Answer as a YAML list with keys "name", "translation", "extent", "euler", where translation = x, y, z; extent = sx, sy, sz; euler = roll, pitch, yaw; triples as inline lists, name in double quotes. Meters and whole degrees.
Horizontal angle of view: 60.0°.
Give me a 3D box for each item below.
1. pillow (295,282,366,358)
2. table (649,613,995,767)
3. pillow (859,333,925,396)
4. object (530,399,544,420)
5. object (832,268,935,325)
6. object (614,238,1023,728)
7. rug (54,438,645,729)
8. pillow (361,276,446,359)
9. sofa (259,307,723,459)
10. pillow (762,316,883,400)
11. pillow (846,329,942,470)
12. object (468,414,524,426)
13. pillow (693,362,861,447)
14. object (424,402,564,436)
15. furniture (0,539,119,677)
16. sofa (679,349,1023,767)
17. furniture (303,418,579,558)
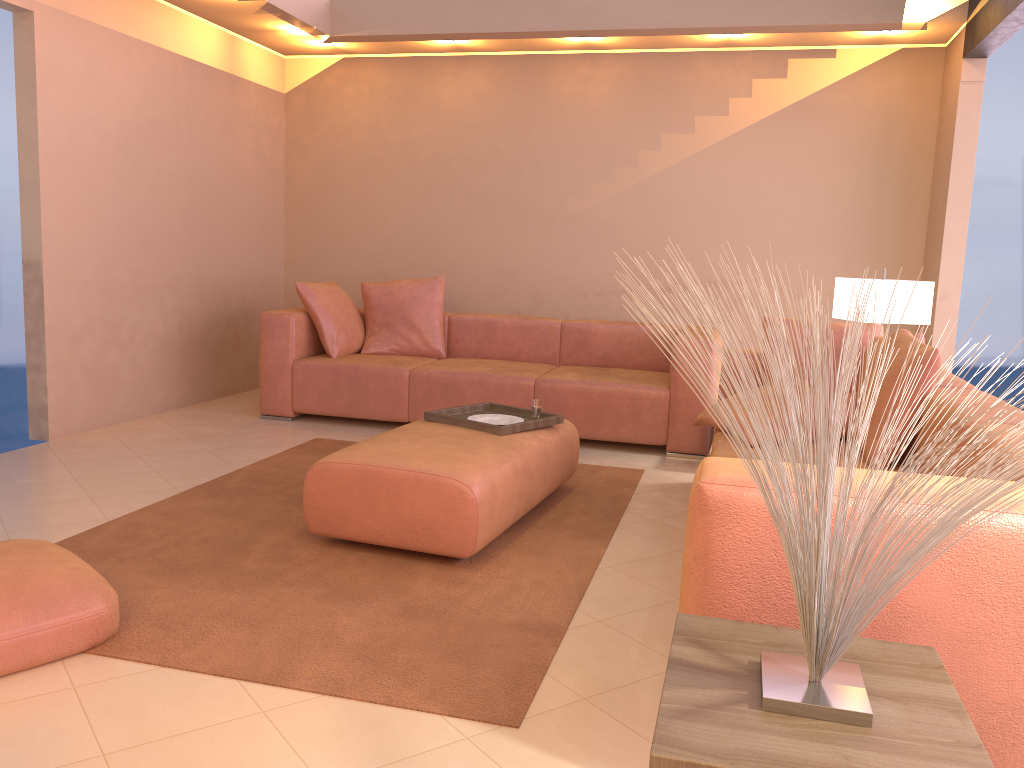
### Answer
- name: "pillow"
  translation: [-1.135, -0.413, 5.719]
  extent: [0.335, 0.486, 0.554]
  euler: [4, 8, 11]
- name: "table"
  translation: [0.422, 0.659, 1.303]
  extent: [0.415, 0.436, 0.469]
  euler: [4, 8, 14]
- name: "pillow"
  translation: [1.460, -0.002, 3.534]
  extent: [0.255, 0.446, 0.492]
  euler: [2, 8, -2]
- name: "object"
  translation: [0.105, 0.116, 3.833]
  extent: [0.061, 0.091, 0.061]
  euler: [2, 8, -1]
- name: "object"
  translation: [1.862, -0.187, 4.523]
  extent: [0.344, 0.799, 0.344]
  euler: [1, 8, -7]
- name: "object"
  translation: [0.525, 0.136, 1.205]
  extent: [0.703, 0.634, 0.700]
  euler: [-2, 9, -29]
- name: "rug"
  translation: [-0.540, 0.540, 3.487]
  extent: [1.833, 0.005, 2.626]
  euler: [4, 8, 14]
- name: "pillow"
  translation: [-0.714, -0.449, 5.800]
  extent: [0.582, 0.528, 0.302]
  euler: [2, 8, -2]
- name: "sofa"
  translation: [-0.123, -0.078, 5.545]
  extent: [2.781, 0.672, 0.943]
  euler: [4, 8, 14]
- name: "pillow"
  translation: [1.354, -0.048, 3.866]
  extent: [0.519, 0.455, 0.314]
  euler: [4, 8, 11]
- name: "pillow"
  translation: [1.358, 0.049, 3.159]
  extent: [0.211, 0.468, 0.470]
  euler: [4, 8, 9]
- name: "object"
  translation: [-0.069, 0.157, 3.748]
  extent: [0.240, 0.018, 0.240]
  euler: [-1, 9, -22]
- name: "pillow"
  translation: [1.069, 0.073, 3.600]
  extent: [0.514, 0.292, 0.517]
  euler: [0, 9, -16]
- name: "object"
  translation: [-0.076, 0.144, 3.814]
  extent: [0.436, 0.034, 0.421]
  euler: [9, 11, 39]
- name: "furniture"
  translation: [-1.460, 0.590, 2.336]
  extent: [0.659, 0.226, 0.699]
  euler: [10, 11, 44]
- name: "sofa"
  translation: [1.111, 0.354, 2.897]
  extent: [0.943, 0.672, 2.781]
  euler: [4, 8, 14]
- name: "furniture"
  translation: [-0.214, 0.334, 3.616]
  extent: [0.685, 0.301, 1.291]
  euler: [5, 9, 19]
